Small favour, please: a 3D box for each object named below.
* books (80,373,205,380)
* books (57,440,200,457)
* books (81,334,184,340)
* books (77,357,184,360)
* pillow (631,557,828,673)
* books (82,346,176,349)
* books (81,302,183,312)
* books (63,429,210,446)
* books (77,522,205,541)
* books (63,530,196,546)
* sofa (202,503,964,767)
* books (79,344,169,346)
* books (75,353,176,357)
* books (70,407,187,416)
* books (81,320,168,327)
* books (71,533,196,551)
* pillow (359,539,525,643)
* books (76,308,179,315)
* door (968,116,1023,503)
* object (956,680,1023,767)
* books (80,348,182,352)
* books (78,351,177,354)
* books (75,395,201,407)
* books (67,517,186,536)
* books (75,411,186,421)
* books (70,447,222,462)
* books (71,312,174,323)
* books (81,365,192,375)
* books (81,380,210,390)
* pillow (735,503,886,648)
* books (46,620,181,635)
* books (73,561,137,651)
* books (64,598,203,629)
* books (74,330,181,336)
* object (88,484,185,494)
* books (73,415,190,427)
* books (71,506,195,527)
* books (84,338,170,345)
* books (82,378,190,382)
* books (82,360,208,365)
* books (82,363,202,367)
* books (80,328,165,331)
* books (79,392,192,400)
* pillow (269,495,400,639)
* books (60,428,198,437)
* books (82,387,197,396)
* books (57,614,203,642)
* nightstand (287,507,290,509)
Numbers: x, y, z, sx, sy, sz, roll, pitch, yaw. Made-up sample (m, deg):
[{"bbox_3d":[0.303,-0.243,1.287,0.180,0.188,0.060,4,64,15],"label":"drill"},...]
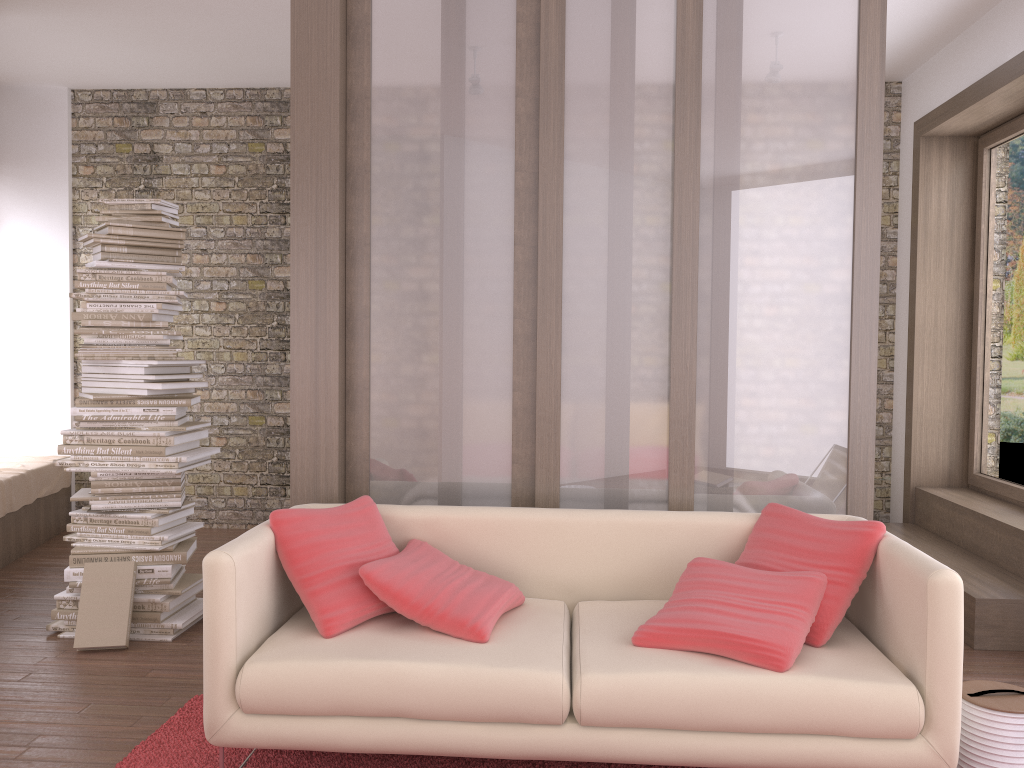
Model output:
[{"bbox_3d":[-1.821,-0.041,4.382,0.484,0.020,0.323,2,3,24],"label":"books"},{"bbox_3d":[-1.880,0.308,4.391,0.522,0.046,0.410,1,2,4],"label":"books"},{"bbox_3d":[-1.863,-0.232,4.373,0.388,0.020,0.287,1,2,-1],"label":"books"},{"bbox_3d":[-1.861,-0.126,4.355,0.469,0.015,0.267,0,2,-21],"label":"books"},{"bbox_3d":[0.706,0.725,2.842,0.507,0.224,0.467,2,3,31],"label":"pillow"},{"bbox_3d":[-1.877,-0.182,4.368,0.412,0.011,0.308,0,2,-21],"label":"books"},{"bbox_3d":[-1.859,-0.379,4.362,0.379,0.028,0.297,1,2,-1],"label":"books"},{"bbox_3d":[-1.855,0.260,4.414,0.542,0.046,0.421,1,2,4],"label":"books"},{"bbox_3d":[-1.821,0.716,4.372,0.468,0.021,0.350,1,2,9],"label":"books"},{"bbox_3d":[-1.877,0.740,4.375,0.506,0.023,0.330,1,2,9],"label":"books"},{"bbox_3d":[0.200,0.865,2.988,2.204,0.751,0.919,1,2,4],"label":"sofa"},{"bbox_3d":[-1.902,-0.191,4.369,0.395,0.007,0.308,0,2,-21],"label":"books"},{"bbox_3d":[-1.890,-0.142,4.362,0.444,0.015,0.279,0,2,-21],"label":"books"},{"bbox_3d":[-1.875,0.123,4.382,0.469,0.038,0.364,0,2,-11],"label":"books"},{"bbox_3d":[-1.894,-0.294,4.361,0.379,0.028,0.297,0,2,-21],"label":"books"},{"bbox_3d":[-1.843,0.761,4.343,0.448,0.013,0.350,1,2,9],"label":"books"},{"bbox_3d":[-0.233,0.706,3.075,0.467,0.224,0.507,1,2,16],"label":"pillow"},{"bbox_3d":[-1.883,-0.355,4.368,0.388,0.020,0.287,1,2,-1],"label":"books"},{"bbox_3d":[2.923,-0.424,4.847,0.117,2.221,1.750,1,2,4],"label":"door"},{"bbox_3d":[1.466,1.093,2.673,0.239,0.341,0.239,2,3,36],"label":"object"},{"bbox_3d":[-1.866,-0.169,4.364,0.446,0.012,0.291,0,2,-21],"label":"books"},{"bbox_3d":[-1.882,-0.156,4.365,0.432,0.013,0.288,0,2,-21],"label":"books"},{"bbox_3d":[-1.838,0.083,4.399,0.518,0.038,0.341,0,2,-11],"label":"books"},{"bbox_3d":[-1.887,0.685,4.367,0.432,0.038,0.339,1,2,9],"label":"books"},{"bbox_3d":[-1.861,0.156,4.364,0.442,0.025,0.346,0,2,-11],"label":"books"},{"bbox_3d":[-1.801,0.346,4.404,0.566,0.025,0.423,1,2,4],"label":"books"},{"bbox_3d":[-1.906,-0.326,4.363,0.379,0.039,0.297,1,2,-1],"label":"books"},{"bbox_3d":[-1.855,-0.072,4.388,0.417,0.036,0.308,2,3,24],"label":"books"},{"bbox_3d":[-1.805,0.000,4.373,0.524,0.030,0.317,2,3,24],"label":"books"},{"bbox_3d":[0.954,0.636,3.042,0.379,0.377,0.498,-1,3,-36],"label":"pillow"},{"bbox_3d":[-1.866,1.141,4.337,0.612,0.028,0.399,1,2,4],"label":"books"},{"bbox_3d":[-1.840,1.004,4.027,0.218,0.363,0.246,0,2,-11],"label":"books"},{"bbox_3d":[-1.798,1.113,4.339,0.566,0.025,0.423,1,2,4],"label":"books"},{"bbox_3d":[-1.878,-0.251,4.359,0.467,0.020,0.283,0,2,-21],"label":"books"},{"bbox_3d":[-1.837,0.514,4.365,0.413,0.008,0.243,0,2,-16],"label":"object"},{"bbox_3d":[-1.873,0.183,4.399,0.469,0.028,0.368,0,2,-11],"label":"books"},{"bbox_3d":[-1.864,0.645,4.384,0.448,0.038,0.348,1,2,9],"label":"books"},{"bbox_3d":[-1.893,-0.209,4.382,0.379,0.028,0.297,0,2,-21],"label":"books"},{"bbox_3d":[-1.860,-0.024,4.384,0.413,0.013,0.294,2,3,24],"label":"books"},{"bbox_3d":[-1.813,-0.111,4.378,0.500,0.018,0.326,2,3,24],"label":"books"},{"bbox_3d":[-1.835,-0.097,4.398,0.443,0.010,0.345,2,3,24],"label":"books"},{"bbox_3d":[-1.902,-0.266,4.351,0.368,0.009,0.262,0,2,-21],"label":"books"},{"bbox_3d":[-1.872,0.053,4.401,0.450,0.022,0.364,-1,3,-36],"label":"books"},{"bbox_3d":[-0.568,0.618,3.096,0.379,0.377,0.498,2,3,39],"label":"pillow"},{"bbox_3d":[-1.875,0.227,4.389,0.510,0.020,0.399,1,2,4],"label":"books"},{"bbox_3d":[-1.845,0.029,4.394,0.435,0.030,0.322,2,3,24],"label":"books"},{"bbox_3d":[-1.822,1.167,4.302,0.542,0.016,0.423,1,2,4],"label":"books"},{"bbox_3d":[-1.196,0.978,6.300,0.707,0.240,0.400,1,2,4],"label":"nightstand"}]
